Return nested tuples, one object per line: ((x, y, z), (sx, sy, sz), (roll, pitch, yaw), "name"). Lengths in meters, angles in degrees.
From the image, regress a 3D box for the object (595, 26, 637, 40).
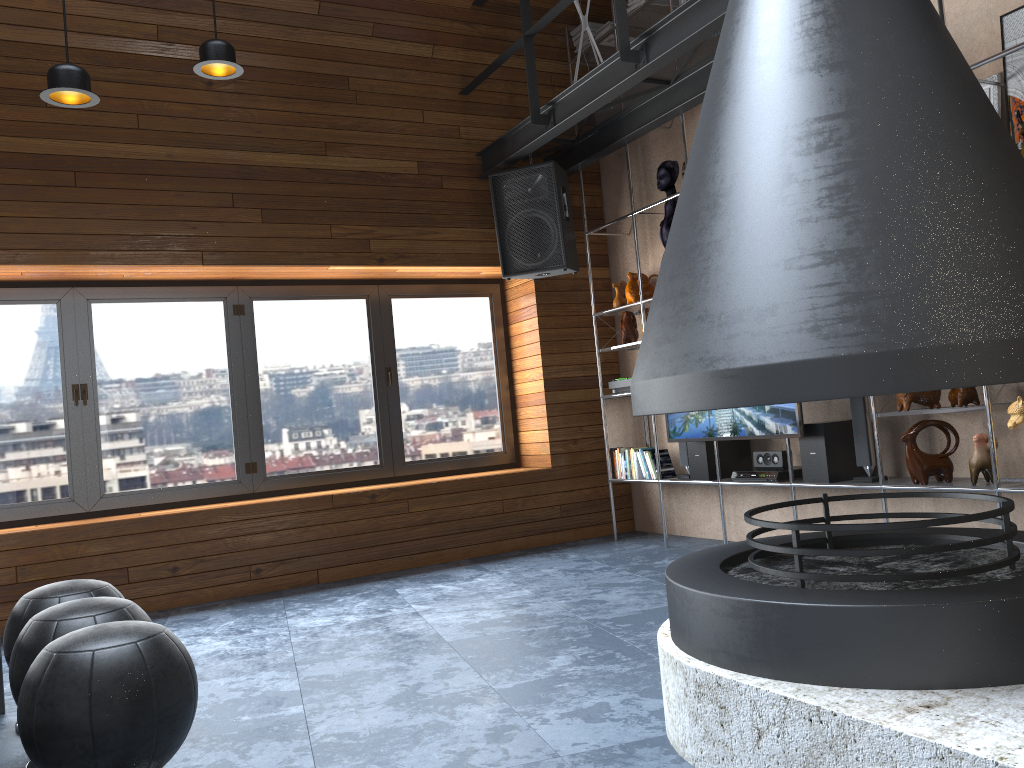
((0.716, -2.339, 5.952), (0.262, 0.025, 0.176), (-4, -3, -28), "object")

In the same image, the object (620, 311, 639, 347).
((0.799, -0.375, 6.048), (0.116, 0.229, 0.233), (-6, -3, 12), "object")

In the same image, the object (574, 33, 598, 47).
((0.582, -2.379, 6.168), (0.246, 0.016, 0.182), (-4, -3, -28), "object")

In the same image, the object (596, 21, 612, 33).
((0.691, -2.383, 5.953), (0.203, 0.013, 0.161), (-4, -3, -28), "object")

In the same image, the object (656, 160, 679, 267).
((0.993, -0.991, 5.630), (0.244, 0.879, 0.244), (-5, -3, 1), "object")

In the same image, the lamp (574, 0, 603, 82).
((0.441, -2.189, 5.371), (0.475, 1.002, 0.475), (-5, -3, -4), "lamp")

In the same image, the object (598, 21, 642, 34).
((0.724, -2.372, 5.942), (0.228, 0.016, 0.182), (-4, -3, -28), "object")

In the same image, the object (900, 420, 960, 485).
((1.885, 0.307, 4.007), (0.249, 0.290, 0.114), (-5, -3, -2), "object")

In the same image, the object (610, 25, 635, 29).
((0.704, -2.356, 5.947), (0.201, 0.013, 0.161), (-4, -3, -28), "object")

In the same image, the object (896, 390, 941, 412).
((1.867, 0.014, 4.058), (0.217, 0.214, 0.108), (-5, -3, -3), "object")

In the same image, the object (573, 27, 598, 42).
((0.575, -2.417, 6.169), (0.252, 0.028, 0.180), (-4, -3, -28), "object")

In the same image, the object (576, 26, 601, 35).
((0.575, -2.440, 6.189), (0.233, 0.021, 0.174), (-4, -3, -28), "object")

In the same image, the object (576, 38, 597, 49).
((0.589, -2.362, 6.185), (0.224, 0.017, 0.167), (-4, -3, -28), "object")

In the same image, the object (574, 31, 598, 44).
((0.581, -2.394, 6.169), (0.246, 0.016, 0.182), (-4, -3, -28), "object")

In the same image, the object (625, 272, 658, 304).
((0.878, -0.632, 5.853), (0.278, 0.222, 0.138), (-4, -3, -17), "object")

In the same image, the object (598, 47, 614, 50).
((0.596, -2.310, 6.186), (0.216, 0.013, 0.161), (-4, -3, -28), "object")

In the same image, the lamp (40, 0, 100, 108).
((-1.807, -2.064, 3.498), (0.210, 1.911, 0.210), (-6, -3, 10), "lamp")

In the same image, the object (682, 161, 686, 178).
((1.138, -0.992, 5.402), (0.305, 0.840, 0.237), (-4, -3, -26), "object")

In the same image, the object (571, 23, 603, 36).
((0.567, -2.458, 6.187), (0.246, 0.016, 0.182), (-4, -3, -28), "object")

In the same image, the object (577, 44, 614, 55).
((0.590, -2.322, 6.194), (0.218, 0.013, 0.161), (-4, -3, -28), "object")

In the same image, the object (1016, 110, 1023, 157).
((2.087, -0.922, 3.499), (0.198, 0.358, 0.116), (-4, -3, -20), "object")

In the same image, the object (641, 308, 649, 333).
((0.897, -0.388, 5.872), (0.060, 0.223, 0.267), (-6, -3, 18), "object")

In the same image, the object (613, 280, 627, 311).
((0.759, -0.611, 6.072), (0.233, 0.209, 0.107), (-3, -4, -41), "object")

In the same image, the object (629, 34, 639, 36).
((0.716, -2.319, 5.961), (0.226, 0.012, 0.159), (-4, -3, -28), "object")

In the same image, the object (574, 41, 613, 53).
((0.580, -2.334, 6.181), (0.243, 0.012, 0.159), (-4, -3, -28), "object")

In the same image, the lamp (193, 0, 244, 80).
((-1.356, -2.153, 3.921), (0.210, 1.566, 0.210), (-6, -3, 10), "lamp")

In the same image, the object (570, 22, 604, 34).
((0.560, -2.473, 6.197), (0.246, 0.016, 0.182), (-4, -3, -28), "object")

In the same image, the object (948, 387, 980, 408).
((1.953, 0.017, 3.848), (0.105, 0.168, 0.210), (-6, -3, 12), "object")

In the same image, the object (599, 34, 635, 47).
((0.705, -2.305, 5.950), (0.201, 0.012, 0.161), (-4, -3, -28), "object")

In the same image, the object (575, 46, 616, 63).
((0.585, -2.291, 6.179), (0.234, 0.025, 0.176), (-4, -3, -28), "object")

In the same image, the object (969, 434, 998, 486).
((1.995, 0.320, 3.795), (0.119, 0.220, 0.212), (-6, -3, 6), "object")

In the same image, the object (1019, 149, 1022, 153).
((2.041, -0.858, 3.646), (0.253, 0.249, 0.126), (-4, -3, -23), "object")
